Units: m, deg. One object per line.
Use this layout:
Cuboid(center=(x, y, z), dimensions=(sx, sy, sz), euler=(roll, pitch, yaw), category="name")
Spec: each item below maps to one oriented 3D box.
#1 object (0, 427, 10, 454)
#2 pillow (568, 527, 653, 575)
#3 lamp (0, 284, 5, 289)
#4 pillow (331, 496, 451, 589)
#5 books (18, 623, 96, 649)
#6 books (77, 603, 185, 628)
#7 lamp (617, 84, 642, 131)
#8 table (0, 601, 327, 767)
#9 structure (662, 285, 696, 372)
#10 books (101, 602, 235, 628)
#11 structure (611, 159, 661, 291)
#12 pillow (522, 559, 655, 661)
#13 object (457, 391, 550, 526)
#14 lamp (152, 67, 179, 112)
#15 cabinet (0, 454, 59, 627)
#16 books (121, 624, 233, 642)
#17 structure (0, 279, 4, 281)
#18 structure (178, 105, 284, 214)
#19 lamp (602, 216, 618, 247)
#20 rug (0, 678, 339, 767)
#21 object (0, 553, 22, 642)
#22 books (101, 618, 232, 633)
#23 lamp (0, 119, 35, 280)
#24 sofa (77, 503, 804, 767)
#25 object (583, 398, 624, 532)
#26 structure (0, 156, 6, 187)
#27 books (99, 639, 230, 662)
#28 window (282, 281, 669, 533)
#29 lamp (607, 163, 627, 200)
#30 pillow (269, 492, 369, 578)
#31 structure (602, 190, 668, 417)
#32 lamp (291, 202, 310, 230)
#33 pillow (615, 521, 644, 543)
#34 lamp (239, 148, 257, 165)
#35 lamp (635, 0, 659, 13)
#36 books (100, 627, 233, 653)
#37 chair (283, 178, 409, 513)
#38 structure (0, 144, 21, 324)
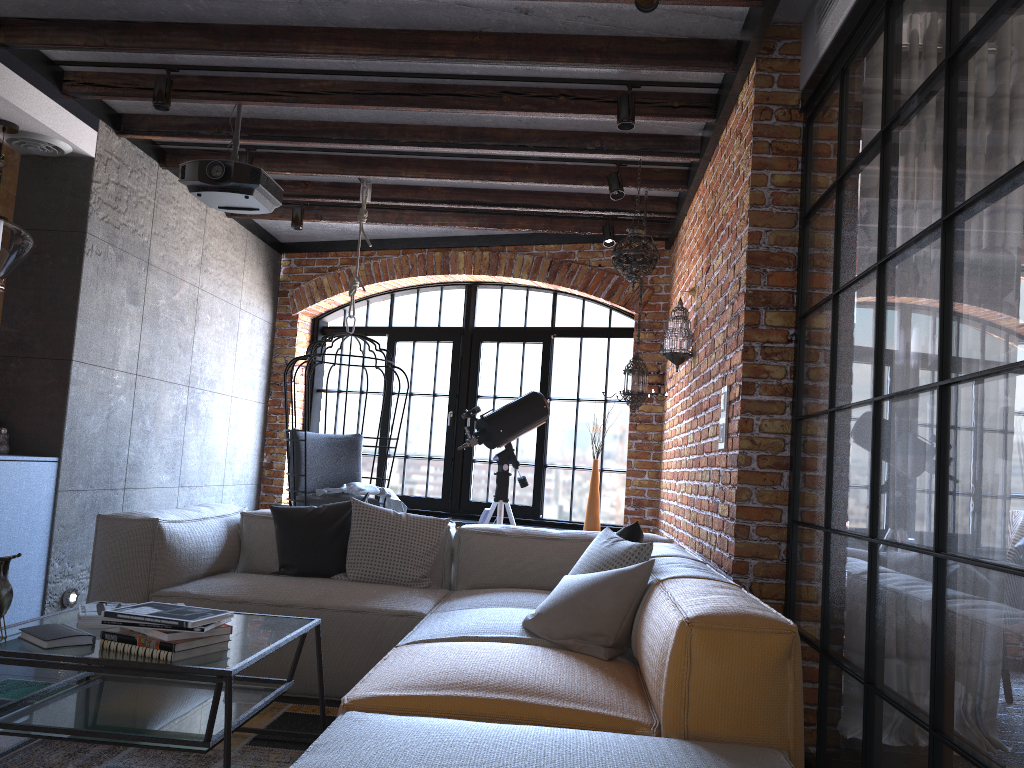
Cuboid(center=(-2.556, 0.284, 4.449), dimensions=(0.069, 0.135, 0.069), euler=(5, -5, -16), category="object")
Cuboid(center=(0.321, 0.721, 3.295), dimensions=(0.293, 0.354, 0.496), euler=(5, -5, -10), category="pillow")
Cuboid(center=(-3.791, -0.837, 6.084), dimensions=(0.465, 1.266, 1.259), euler=(3, -5, 4), category="lamp")
Cuboid(center=(-0.538, 0.724, 4.034), dimensions=(0.543, 0.402, 0.250), euler=(5, -5, -14), category="pillow")
Cuboid(center=(-1.200, 0.662, 2.336), dimensions=(0.182, 0.029, 0.129), euler=(-1, -7, 41), category="books")
Cuboid(center=(-1.140, 0.697, 2.678), dimensions=(0.309, 0.038, 0.225), euler=(6, -6, -26), category="books")
Cuboid(center=(0.525, -1.262, 4.049), dimensions=(0.085, 0.194, 0.113), euler=(6, -6, -25), category="lamp")
Cuboid(center=(-1.037, 0.898, 2.522), dimensions=(0.842, 0.388, 0.849), euler=(3, -5, 4), category="table")
Cuboid(center=(0.911, -0.304, 4.835), dimensions=(0.169, 0.482, 0.169), euler=(3, -5, 4), category="structure")
Cuboid(center=(-0.902, 0.607, 2.339), dimensions=(0.268, 0.014, 0.196), euler=(2, -6, 15), category="books")
Cuboid(center=(0.688, -0.897, 4.902), dimensions=(0.265, 0.778, 0.273), euler=(-1, -7, 43), category="structure")
Cuboid(center=(0.227, 0.709, 2.931), dimensions=(0.359, 0.314, 0.485), euler=(9, -7, -43), category="pillow")
Cuboid(center=(-0.129, 0.753, 5.828), dimensions=(0.570, 1.470, 0.616), euler=(1, -6, 30), category="object")
Cuboid(center=(-1.638, -1.397, 4.209), dimensions=(0.119, 0.184, 0.082), euler=(4, -5, 0), category="lamp")
Cuboid(center=(-2.731, 0.628, 3.027), dimensions=(0.607, 0.843, 2.962), euler=(3, -5, 4), category="cabinet")
Cuboid(center=(-0.894, 0.643, 2.354), dimensions=(0.239, 0.022, 0.191), euler=(-1, -7, 39), category="books")
Cuboid(center=(-2.863, -0.690, 4.984), dimensions=(0.571, 0.620, 0.422), euler=(6, -6, -26), category="structure")
Cuboid(center=(-1.382, -1.306, 4.496), dimensions=(0.409, 0.816, 0.464), euler=(3, -5, 4), category="structure")
Cuboid(center=(0.668, -1.047, 6.120), dimensions=(0.093, 0.208, 0.134), euler=(6, -6, -20), category="lamp")
Cuboid(center=(-1.312, 1.058, 2.191), dimensions=(1.432, 0.013, 2.365), euler=(3, -5, 4), category="rug")
Cuboid(center=(-1.328, 0.551, 2.294), dimensions=(0.099, 0.222, 0.093), euler=(-1, -7, 44), category="object")
Cuboid(center=(-0.903, 0.622, 2.338), dimensions=(0.268, 0.014, 0.196), euler=(4, -5, 3), category="books")
Cuboid(center=(-2.448, -0.871, 4.201), dimensions=(0.367, 0.746, 0.367), euler=(7, -6, -32), category="lamp")
Cuboid(center=(-0.518, 0.854, 2.851), dimensions=(2.536, 0.697, 3.302), euler=(3, -5, 4), category="sofa")
Cuboid(center=(0.629, 0.547, 6.385), dimensions=(0.270, 1.053, 0.299), euler=(1, -6, 25), category="object")
Cuboid(center=(-2.670, -1.042, 5.019), dimensions=(0.570, 0.620, 0.422), euler=(4, -5, -6), category="structure")
Cuboid(center=(-0.908, 0.684, 2.329), dimensions=(0.247, 0.024, 0.209), euler=(1, -6, 24), category="books")
Cuboid(center=(-0.388, 0.114, 7.149), dimensions=(3.293, 2.231, 0.177), euler=(2, -6, 22), category="window")
Cuboid(center=(0.594, -1.153, 5.066), dimensions=(0.090, 0.208, 0.134), euler=(7, -6, -28), category="lamp")
Cuboid(center=(-0.872, 0.693, 4.085), dimensions=(0.538, 0.417, 0.239), euler=(4, -5, -6), category="pillow")
Cuboid(center=(0.762, -0.520, 5.275), dimensions=(0.389, 1.436, 0.339), euler=(3, -5, 5), category="structure")
Cuboid(center=(-1.499, -1.188, 6.287), dimensions=(0.121, 0.184, 0.082), euler=(4, -5, -3), category="lamp")
Cuboid(center=(0.399, 0.744, 3.629), dimensions=(0.263, 0.400, 0.510), euler=(4, -5, -2), category="pillow")
Cuboid(center=(-1.569, -1.292, 5.231), dimensions=(0.083, 0.188, 0.116), euler=(7, -6, -33), category="lamp")
Cuboid(center=(0.467, -1.357, 3.018), dimensions=(0.094, 0.210, 0.150), euler=(3, -5, 6), category="lamp")
Cuboid(center=(-0.905, 0.661, 2.330), dimensions=(0.251, 0.023, 0.209), euler=(1, -6, 24), category="books")
Cuboid(center=(-1.065, -0.209, 5.694), dimensions=(0.802, 2.219, 0.682), euler=(8, -7, -40), category="chair")
Cuboid(center=(-2.669, 0.006, 6.140), dimensions=(0.206, 2.380, 2.831), euler=(3, -5, 4), category="structure")
